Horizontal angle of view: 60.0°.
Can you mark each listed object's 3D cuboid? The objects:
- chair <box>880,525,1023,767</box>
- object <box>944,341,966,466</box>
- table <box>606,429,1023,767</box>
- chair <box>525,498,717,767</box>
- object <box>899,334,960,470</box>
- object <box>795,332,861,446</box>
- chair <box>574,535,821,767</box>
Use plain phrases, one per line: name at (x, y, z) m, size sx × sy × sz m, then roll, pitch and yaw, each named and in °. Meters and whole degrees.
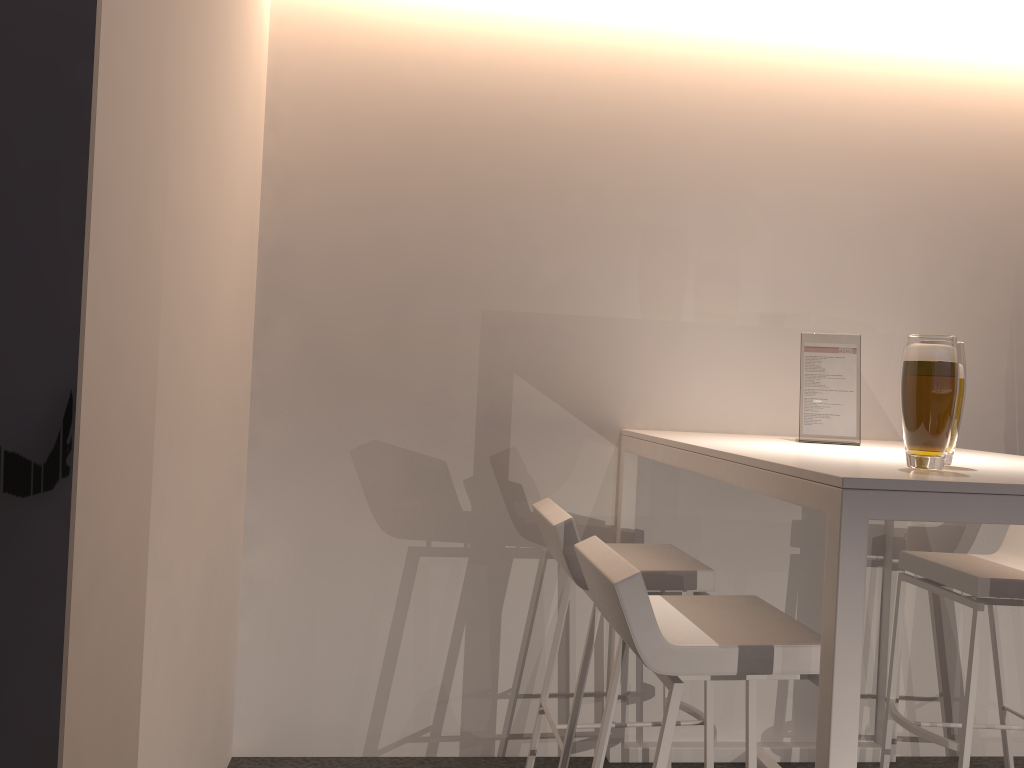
chair at (1.433, 0.853, 2.676) m, size 0.526 × 0.878 × 0.408 m, roll 3°, pitch 0°, yaw -7°
object at (0.900, 0.040, 1.877) m, size 0.105 × 0.259 × 0.105 m, roll 3°, pitch 0°, yaw -24°
table at (0.923, 0.720, 2.262) m, size 0.999 × 1.089 × 1.499 m, roll 3°, pitch 0°, yaw -7°
chair at (0.325, 0.797, 2.541) m, size 0.526 × 0.878 × 0.408 m, roll 3°, pitch 0°, yaw -7°
object at (0.812, 0.036, 1.731) m, size 0.105 × 0.259 × 0.105 m, roll 3°, pitch 0°, yaw 44°
object at (0.951, 0.011, 2.655) m, size 0.171 × 0.332 × 0.115 m, roll 3°, pitch 0°, yaw 13°
chair at (0.406, 0.799, 1.875) m, size 0.526 × 0.878 × 0.408 m, roll 3°, pitch 0°, yaw -7°
